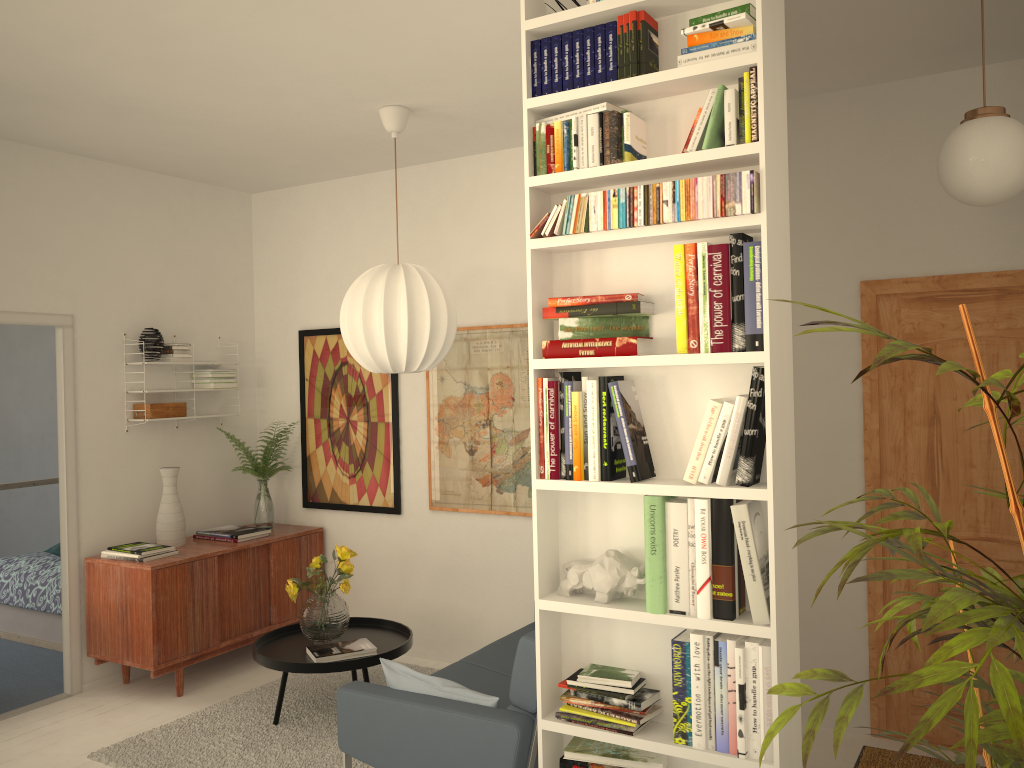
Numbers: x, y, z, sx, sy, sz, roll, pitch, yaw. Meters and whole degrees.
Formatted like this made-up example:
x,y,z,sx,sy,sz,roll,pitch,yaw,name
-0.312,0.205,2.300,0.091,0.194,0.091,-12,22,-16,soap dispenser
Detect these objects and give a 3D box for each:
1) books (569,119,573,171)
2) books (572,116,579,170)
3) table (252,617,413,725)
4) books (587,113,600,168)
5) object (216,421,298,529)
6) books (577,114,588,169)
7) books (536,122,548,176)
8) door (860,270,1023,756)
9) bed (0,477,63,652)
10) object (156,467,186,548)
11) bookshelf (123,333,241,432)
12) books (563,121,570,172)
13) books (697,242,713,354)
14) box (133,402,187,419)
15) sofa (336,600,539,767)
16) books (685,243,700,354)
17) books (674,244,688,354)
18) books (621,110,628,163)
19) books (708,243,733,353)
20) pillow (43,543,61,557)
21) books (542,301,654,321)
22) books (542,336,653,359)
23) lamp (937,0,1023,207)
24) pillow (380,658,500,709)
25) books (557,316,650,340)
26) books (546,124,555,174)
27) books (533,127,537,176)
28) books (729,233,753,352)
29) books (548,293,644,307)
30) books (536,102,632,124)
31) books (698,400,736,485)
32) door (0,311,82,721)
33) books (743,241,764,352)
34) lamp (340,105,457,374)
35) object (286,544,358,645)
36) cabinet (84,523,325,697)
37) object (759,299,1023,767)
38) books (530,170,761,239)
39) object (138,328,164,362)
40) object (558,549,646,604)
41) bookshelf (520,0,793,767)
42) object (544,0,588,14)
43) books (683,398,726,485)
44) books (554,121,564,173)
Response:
x,y,z,sx,sy,sz,roll,pitch,yaw,name
0.224,-0.696,2.667,0.024,0.155,0.188,-1,0,30,books
0.232,-0.694,2.644,0.012,0.155,0.208,-1,0,30,books
-0.863,1.431,4.324,0.761,0.386,0.761,-2,0,-44,table
0.282,-0.695,2.625,0.035,0.158,0.200,-1,0,30,books
-1.548,0.565,5.561,0.476,0.686,0.398,-1,0,32,object
0.259,-0.697,2.648,0.028,0.159,0.222,-1,0,30,books
0.134,-0.694,2.704,0.034,0.162,0.197,-1,0,30,books
2.002,0.548,3.763,0.931,2.033,0.159,-1,0,30,door
-2.776,1.172,5.969,1.656,0.974,0.934,-1,0,30,bed
-1.946,0.699,5.054,0.158,0.445,0.160,-1,0,-20,object
-1.947,-0.015,5.285,0.184,0.565,0.695,-1,0,30,bookshelf
0.207,-0.692,2.676,0.013,0.149,0.208,-1,0,30,books
0.564,-0.233,2.474,0.029,0.301,0.185,-1,0,30,books
-2.037,0.153,5.134,0.152,0.084,0.266,-1,0,31,box
0.132,1.223,3.731,0.964,0.773,1.603,-1,0,30,sofa
0.539,-0.233,2.495,0.039,0.302,0.199,-1,0,30,books
0.511,-0.236,2.518,0.032,0.300,0.200,-1,0,30,books
0.354,-0.698,2.577,0.016,0.158,0.146,-1,0,30,books
0.598,-0.229,2.446,0.059,0.291,0.182,-1,0,30,books
-2.839,1.074,5.947,0.378,0.153,0.415,-1,0,7,pillow
0.278,-0.215,2.655,0.314,0.035,0.205,-1,0,30,books
0.269,-0.105,2.636,0.300,0.056,0.202,-1,0,30,books
1.455,-0.931,2.732,0.275,0.767,0.275,-1,0,25,lamp
-0.248,1.180,3.204,0.533,0.353,0.141,-1,0,30,pillow
0.271,-0.163,2.645,0.268,0.064,0.128,-1,0,1,books
0.163,-0.690,2.691,0.030,0.149,0.202,-1,0,30,books
0.123,-0.693,2.739,0.019,0.156,0.205,-1,0,30,books
0.638,-0.243,2.422,0.039,0.317,0.161,-1,0,30,books
0.266,-0.244,2.652,0.266,0.026,0.203,-1,0,20,books
0.231,-0.787,2.660,0.255,0.022,0.189,-1,1,41,books
0.582,0.158,2.442,0.105,0.225,0.138,-1,0,30,books
-2.955,0.660,4.577,0.882,2.033,0.955,-1,0,30,door
0.679,-0.229,2.397,0.054,0.289,0.179,-1,0,30,books
-0.532,-0.664,4.120,0.536,1.229,0.536,-1,0,-26,lamp
-0.937,1.040,4.397,0.361,0.471,0.291,-1,0,-21,object
-1.730,1.279,5.163,0.546,0.727,1.262,-1,0,30,cabinet
0.686,0.758,1.384,0.778,1.711,2.088,-1,0,11,object
0.407,-0.492,2.562,0.664,0.110,0.278,-1,0,30,books
-2.059,-0.224,5.063,0.139,0.200,0.139,-1,0,-15,object
0.275,0.560,2.608,0.311,0.150,0.137,-1,0,39,object
0.425,0.161,2.565,0.710,2.900,0.249,-1,0,30,bookshelf
0.160,-1.145,2.630,0.131,0.131,0.131,-1,0,26,object
0.548,0.156,2.454,0.115,0.232,0.133,-1,0,30,books
0.184,-0.693,2.672,0.023,0.152,0.199,-1,0,30,books
